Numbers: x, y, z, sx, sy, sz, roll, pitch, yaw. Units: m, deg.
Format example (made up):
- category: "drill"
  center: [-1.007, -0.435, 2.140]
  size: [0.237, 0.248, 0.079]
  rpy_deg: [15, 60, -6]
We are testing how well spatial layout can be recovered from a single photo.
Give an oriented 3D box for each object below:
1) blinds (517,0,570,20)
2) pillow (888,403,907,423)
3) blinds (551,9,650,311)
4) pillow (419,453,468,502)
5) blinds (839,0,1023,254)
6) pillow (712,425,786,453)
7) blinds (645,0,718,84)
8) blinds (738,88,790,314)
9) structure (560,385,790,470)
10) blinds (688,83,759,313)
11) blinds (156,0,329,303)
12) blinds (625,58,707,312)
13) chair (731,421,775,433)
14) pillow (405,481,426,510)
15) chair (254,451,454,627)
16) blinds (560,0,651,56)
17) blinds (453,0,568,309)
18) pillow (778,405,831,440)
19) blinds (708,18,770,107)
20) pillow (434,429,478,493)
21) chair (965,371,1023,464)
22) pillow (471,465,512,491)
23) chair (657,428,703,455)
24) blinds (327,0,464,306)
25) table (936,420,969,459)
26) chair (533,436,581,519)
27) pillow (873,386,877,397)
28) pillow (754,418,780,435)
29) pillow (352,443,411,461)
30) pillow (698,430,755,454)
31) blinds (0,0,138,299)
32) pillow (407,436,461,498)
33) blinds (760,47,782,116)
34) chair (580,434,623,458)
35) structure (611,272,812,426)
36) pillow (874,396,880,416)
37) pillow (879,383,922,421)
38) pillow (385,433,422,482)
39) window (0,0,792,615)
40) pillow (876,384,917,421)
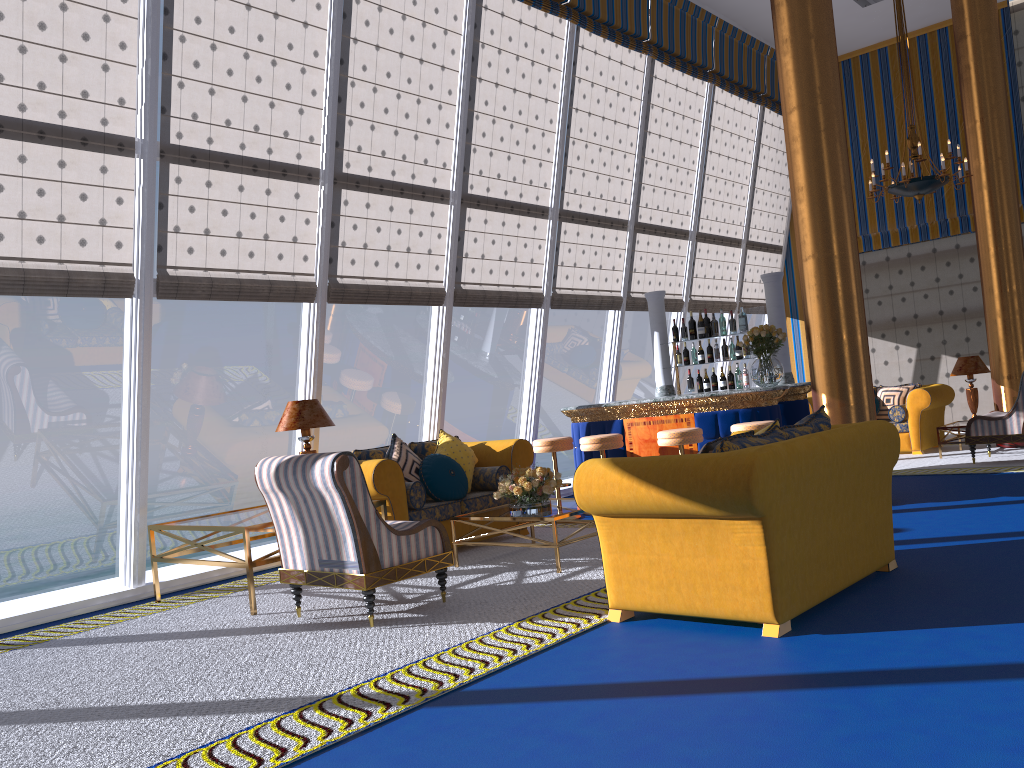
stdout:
- category: "blinds"
  center: [0.029, -4.057, 8.448]
  size: [0.335, 0.830, 1.539]
  rpy_deg: [-6, -1, 40]
- category: "pillow"
  center: [4.951, 0.365, 11.251]
  size: [0.376, 0.219, 0.213]
  rpy_deg: [-5, -1, -45]
- category: "blinds"
  center: [1.025, -2.587, 10.043]
  size: [0.866, 3.393, 1.379]
  rpy_deg: [-6, -1, 40]
- category: "pillow"
  center: [-0.553, 0.763, 7.223]
  size: [0.478, 0.404, 0.317]
  rpy_deg: [-5, -1, -36]
- category: "blinds"
  center: [5.824, -3.528, 12.720]
  size: [2.634, 2.990, 0.153]
  rpy_deg: [-7, -1, 40]
- category: "pillow"
  center: [1.171, 0.534, 4.444]
  size: [0.620, 0.610, 0.336]
  rpy_deg: [-5, -1, -45]
- category: "blinds"
  center: [2.047, -4.210, 10.822]
  size: [0.335, 0.830, 1.539]
  rpy_deg: [-6, -1, 40]
- category: "blinds"
  center: [3.965, -2.810, 13.502]
  size: [0.866, 3.393, 1.379]
  rpy_deg: [-6, -1, 40]
- category: "structure"
  center: [1.534, 0.652, 8.446]
  size: [2.291, 1.065, 0.776]
  rpy_deg: [-7, -1, 29]
- category: "blinds"
  center: [2.995, -2.736, 12.361]
  size: [0.866, 3.393, 1.379]
  rpy_deg: [-6, -1, 40]
- category: "blinds"
  center: [-1.930, -2.363, 6.567]
  size: [0.866, 3.393, 1.379]
  rpy_deg: [-6, -1, 40]
- category: "blinds"
  center: [1.986, -2.660, 11.175]
  size: [0.866, 3.393, 1.379]
  rpy_deg: [-6, -1, 40]
- category: "chair"
  center: [2.083, 0.711, 7.490]
  size: [0.397, 0.781, 0.400]
  rpy_deg: [-6, -1, 11]
- category: "pillow"
  center: [-0.848, 0.861, 6.839]
  size: [0.369, 0.219, 0.176]
  rpy_deg: [-7, -1, 40]
- category: "chair"
  center: [-0.924, 0.861, 5.215]
  size: [0.786, 0.966, 0.792]
  rpy_deg: [-7, -1, 41]
- category: "blinds"
  center: [1.038, -4.133, 9.635]
  size: [0.335, 0.830, 1.539]
  rpy_deg: [-6, -1, 40]
- category: "blinds"
  center: [0.025, -2.511, 8.867]
  size: [0.866, 3.393, 1.379]
  rpy_deg: [-6, -1, 40]
- category: "pillow"
  center: [1.550, 0.474, 4.904]
  size: [0.607, 0.672, 0.350]
  rpy_deg: [-5, -1, -42]
- category: "blinds"
  center: [3.053, -4.286, 12.006]
  size: [0.335, 0.830, 1.539]
  rpy_deg: [-6, -1, 40]
- category: "pillow"
  center: [-0.479, 0.666, 7.581]
  size: [0.581, 0.583, 0.326]
  rpy_deg: [-5, -1, -30]
- category: "chair"
  center: [5.296, 0.315, 9.389]
  size: [0.776, 0.966, 0.802]
  rpy_deg: [-7, -1, 41]
- category: "pillow"
  center: [-0.204, 0.813, 7.608]
  size: [0.369, 0.219, 0.217]
  rpy_deg: [-7, -1, 40]
- category: "chair"
  center: [1.481, 0.777, 7.636]
  size: [0.398, 0.781, 0.398]
  rpy_deg: [-6, -1, 0]
- category: "blinds"
  center: [-0.955, -2.437, 7.714]
  size: [0.866, 3.393, 1.379]
  rpy_deg: [-6, -1, 40]
- category: "table"
  center: [5.601, 0.620, 10.322]
  size: [0.965, 0.369, 0.916]
  rpy_deg: [-7, -2, 40]
- category: "chair"
  center: [0.429, 0.906, 8.538]
  size: [0.400, 0.781, 0.397]
  rpy_deg: [-6, -1, -11]
- category: "pillow"
  center: [4.669, 0.320, 12.099]
  size: [0.358, 0.672, 0.595]
  rpy_deg: [-5, -1, -42]
- category: "pillow"
  center: [1.397, 0.446, 4.968]
  size: [0.617, 0.491, 0.229]
  rpy_deg: [-5, -1, -44]
- category: "pillow"
  center: [-1.058, 0.776, 7.272]
  size: [0.244, 0.549, 0.614]
  rpy_deg: [-6, -1, 38]
- category: "pillow"
  center: [1.010, 0.496, 4.566]
  size: [0.324, 0.456, 0.527]
  rpy_deg: [-7, -1, 40]
- category: "blinds"
  center: [-2.929, -2.287, 5.392]
  size: [0.866, 3.393, 1.379]
  rpy_deg: [-6, -1, 40]
- category: "pillow"
  center: [-0.661, 0.748, 7.738]
  size: [0.244, 0.546, 0.617]
  rpy_deg: [-6, -1, 38]
- category: "blinds"
  center: [4.061, -4.363, 13.192]
  size: [0.335, 0.830, 1.539]
  rpy_deg: [-6, -1, 40]
- category: "chair"
  center: [0.846, 0.852, 8.052]
  size: [0.400, 0.781, 0.397]
  rpy_deg: [-6, -1, -11]
- category: "structure"
  center: [2.046, 0.053, 9.389]
  size: [2.291, 2.195, 0.776]
  rpy_deg: [-6, -1, 31]
- category: "pillow"
  center: [4.582, 0.314, 11.650]
  size: [0.460, 0.367, 0.391]
  rpy_deg: [-6, -1, 1]
- category: "pillow"
  center: [5.121, 0.296, 11.725]
  size: [0.343, 0.610, 0.607]
  rpy_deg: [-5, -1, -45]
- category: "pillow"
  center: [-0.834, 0.697, 7.165]
  size: [0.278, 0.619, 0.697]
  rpy_deg: [-6, -1, 38]
- category: "window"
  center: [-0.589, -1.542, 8.480]
  size: [1.603, 5.855, 15.621]
  rpy_deg: [-6, -1, 40]
- category: "pillow"
  center: [4.991, 0.248, 11.567]
  size: [0.516, 0.456, 0.331]
  rpy_deg: [-7, -1, 40]
